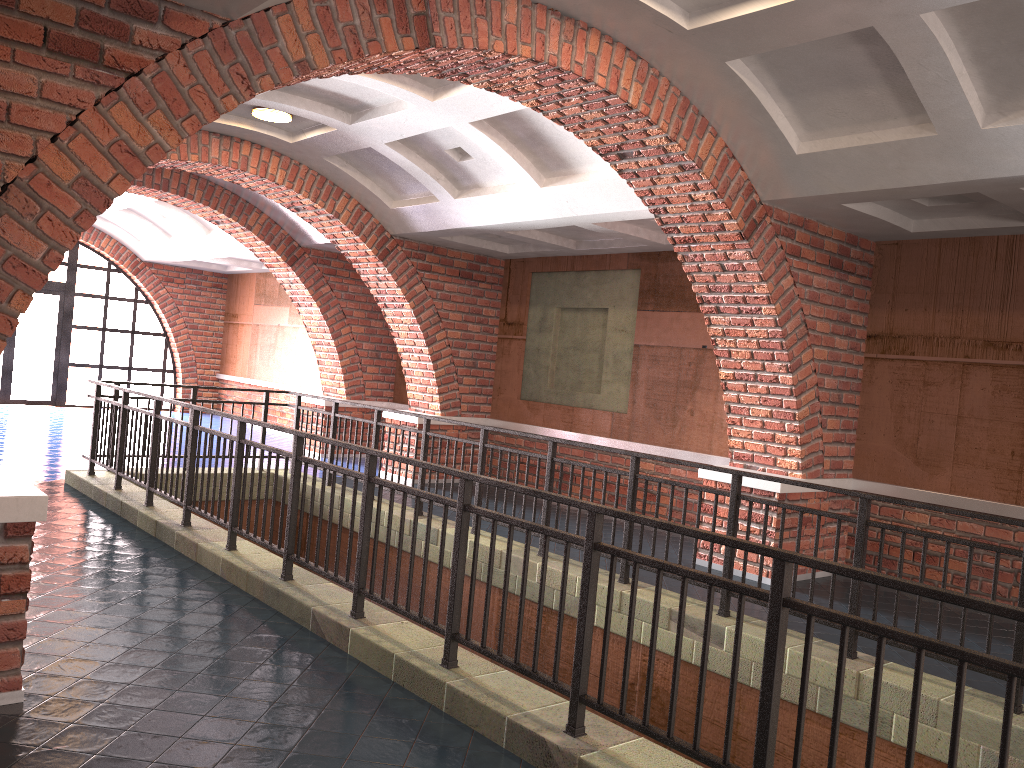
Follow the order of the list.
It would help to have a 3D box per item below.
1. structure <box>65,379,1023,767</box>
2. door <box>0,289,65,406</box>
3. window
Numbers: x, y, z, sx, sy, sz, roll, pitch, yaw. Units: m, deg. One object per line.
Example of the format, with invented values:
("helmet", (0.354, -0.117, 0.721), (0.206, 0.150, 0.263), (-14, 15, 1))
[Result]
("structure", (-0.272, 3.230, 5.679), (2.464, 5.665, 11.177), (4, 1, -41))
("door", (-9.435, -0.735, 16.645), (1.754, 2.236, 0.040), (4, 1, -41))
("window", (-9.339, -1.297, 16.665), (6.353, 3.471, 0.100), (4, 1, -41))
